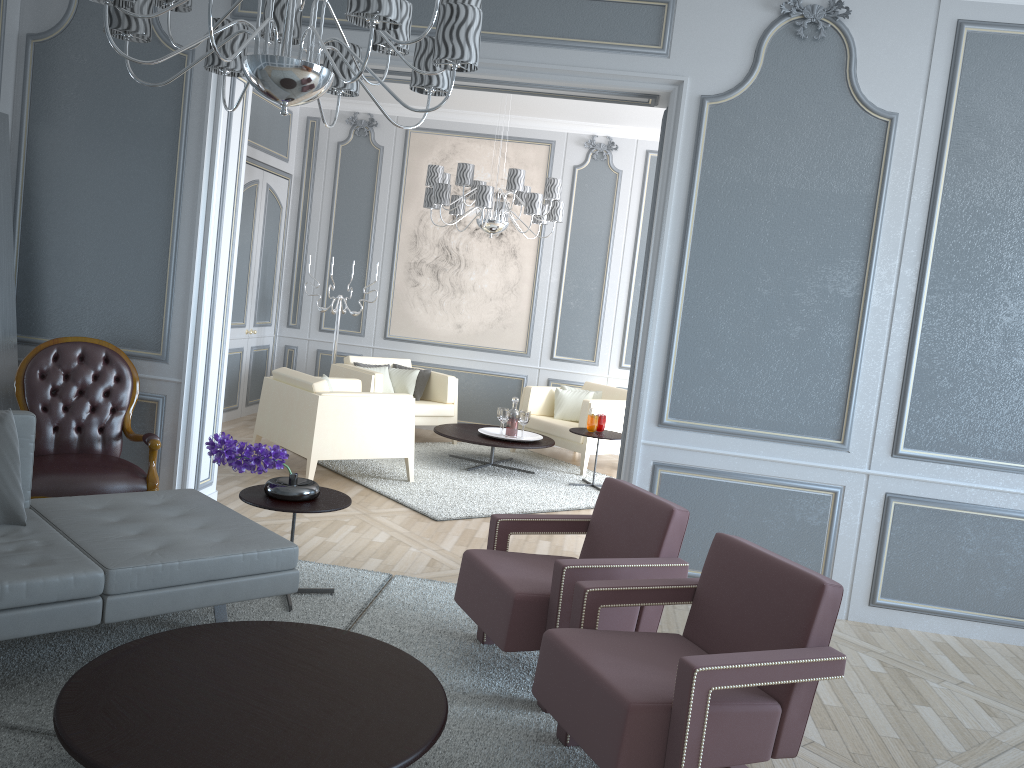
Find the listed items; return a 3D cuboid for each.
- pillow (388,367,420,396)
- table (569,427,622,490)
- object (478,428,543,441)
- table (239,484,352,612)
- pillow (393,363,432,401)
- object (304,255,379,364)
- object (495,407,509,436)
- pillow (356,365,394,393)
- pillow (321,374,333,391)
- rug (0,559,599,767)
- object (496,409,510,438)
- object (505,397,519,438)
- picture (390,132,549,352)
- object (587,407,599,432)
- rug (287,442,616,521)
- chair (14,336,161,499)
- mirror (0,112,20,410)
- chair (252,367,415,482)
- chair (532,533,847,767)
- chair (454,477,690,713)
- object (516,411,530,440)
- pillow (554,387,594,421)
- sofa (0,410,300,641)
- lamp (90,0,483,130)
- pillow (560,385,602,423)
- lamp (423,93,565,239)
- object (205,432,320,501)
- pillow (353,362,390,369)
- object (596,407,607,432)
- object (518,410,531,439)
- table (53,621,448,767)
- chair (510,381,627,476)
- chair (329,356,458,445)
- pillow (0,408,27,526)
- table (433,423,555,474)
[{"bbox_3d":[-0.920,-0.009,7.168,0.312,0.245,0.163,8,5,10],"label":"pillow"},{"bbox_3d":[0.575,0.525,6.071,0.414,0.384,0.415,3,6,-36],"label":"table"},{"bbox_3d":[-0.012,0.369,6.340,0.468,0.028,0.468,8,6,18],"label":"object"},{"bbox_3d":[-0.835,0.612,3.356,0.414,0.384,0.415,6,5,-7],"label":"table"},{"bbox_3d":[-0.858,-0.007,7.231,0.351,0.276,0.184,9,5,22],"label":"pillow"},{"bbox_3d":[-1.450,-0.335,7.285,0.446,1.384,0.447,3,6,-39],"label":"object"},{"bbox_3d":[-0.074,0.270,6.376,0.080,0.196,0.080,6,5,-11],"label":"object"},{"bbox_3d":[-1.083,-0.014,7.029,0.164,0.245,0.312,11,6,40],"label":"pillow"},{"bbox_3d":[-1.220,0.098,5.717,0.182,0.285,0.361,8,5,12],"label":"pillow"},{"bbox_3d":[-0.678,0.944,2.167,2.018,0.010,3.208,7,6,6],"label":"rug"},{"bbox_3d":[-0.062,0.281,6.279,0.080,0.196,0.080,7,5,9],"label":"object"},{"bbox_3d":[0.010,0.236,6.339,0.086,0.290,0.086,9,5,27],"label":"object"},{"bbox_3d":[-0.377,-1.219,7.617,1.199,1.749,0.001,7,5,6],"label":"picture"},{"bbox_3d":[0.553,0.245,6.067,0.075,0.165,0.075,6,5,-5],"label":"object"},{"bbox_3d":[-0.243,0.612,6.138,1.999,0.010,2.004,2,7,-39],"label":"rug"},{"bbox_3d":[-1.844,0.234,3.799,0.572,0.827,0.576,3,6,-34],"label":"chair"},{"bbox_3d":[-2.395,-0.275,3.416,0.251,1.790,1.402,7,5,6],"label":"mirror"},{"bbox_3d":[-1.126,0.247,5.651,0.737,0.620,0.856,3,7,-39],"label":"chair"},{"bbox_3d":[0.427,0.745,2.298,0.606,0.619,0.577,4,5,-24],"label":"chair"},{"bbox_3d":[0.176,0.653,2.948,0.606,0.619,0.577,4,5,-24],"label":"chair"},{"bbox_3d":[0.078,0.296,6.286,0.080,0.196,0.080,6,5,-11],"label":"object"},{"bbox_3d":[0.486,0.170,7.018,0.312,0.245,0.164,7,5,0],"label":"pillow"},{"bbox_3d":[-1.736,0.461,2.347,2.203,0.667,0.811,1,7,-44],"label":"sofa"},{"bbox_3d":[-0.531,-1.248,2.251,0.976,1.118,0.978,6,5,-6],"label":"lamp"},{"bbox_3d":[0.536,0.170,7.091,0.351,0.276,0.184,8,5,12],"label":"pillow"},{"bbox_3d":[-0.091,-1.577,6.188,0.976,1.118,0.978,6,5,-6],"label":"lamp"},{"bbox_3d":[-0.916,0.304,3.285,0.425,0.221,0.207,4,5,-24],"label":"object"},{"bbox_3d":[-1.106,-0.025,7.114,0.351,0.276,0.184,3,6,-38],"label":"pillow"},{"bbox_3d":[0.614,0.246,6.129,0.075,0.165,0.075,3,6,-35],"label":"object"},{"bbox_3d":[0.086,0.289,6.369,0.080,0.196,0.080,6,5,-11],"label":"object"},{"bbox_3d":[-0.603,0.843,2.108,0.883,0.239,0.883,9,6,23],"label":"table"},{"bbox_3d":[0.561,0.318,6.954,0.737,0.620,0.856,3,7,-39],"label":"chair"},{"bbox_3d":[-0.962,0.125,7.112,0.854,0.620,0.738,3,7,-39],"label":"chair"},{"bbox_3d":[-1.675,0.268,2.613,0.253,0.353,0.422,11,7,43],"label":"pillow"},{"bbox_3d":[-0.140,0.481,6.419,0.882,0.239,0.883,7,5,3],"label":"table"}]
